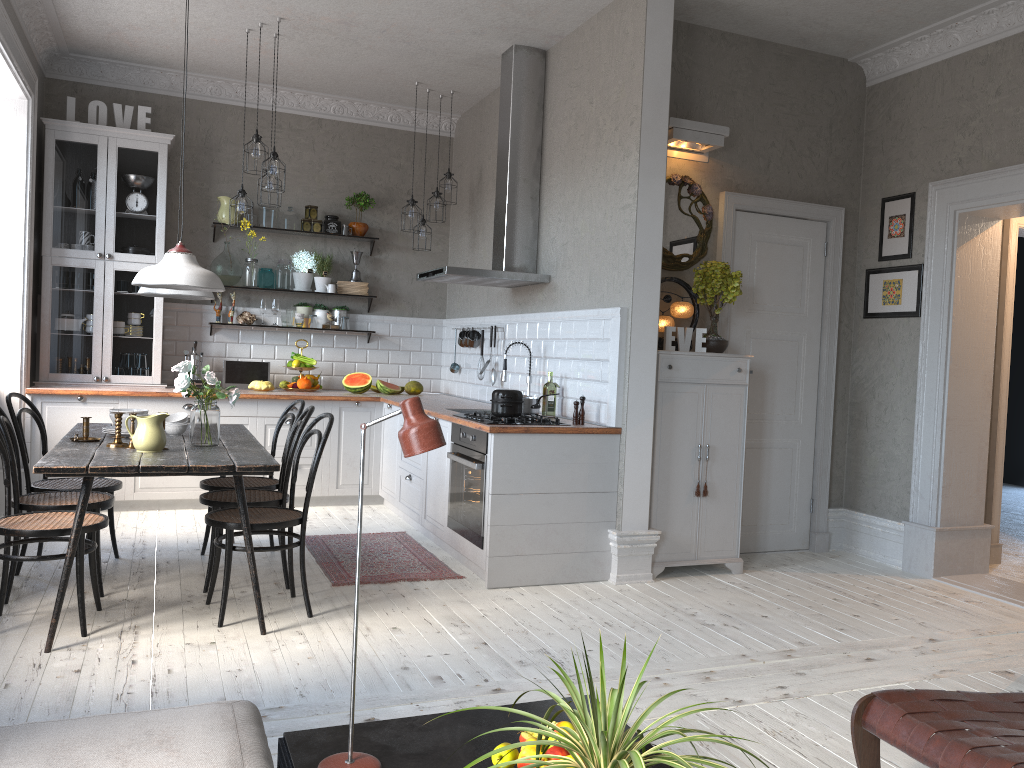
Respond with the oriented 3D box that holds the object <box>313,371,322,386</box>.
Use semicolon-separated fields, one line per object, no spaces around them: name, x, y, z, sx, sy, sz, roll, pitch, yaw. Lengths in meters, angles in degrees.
object;-1.605;-0.044;7.253;0.061;0.120;0.125;3;2;2

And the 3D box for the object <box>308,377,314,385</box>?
object;-1.650;-0.021;7.165;0.088;0.078;0.088;3;2;4

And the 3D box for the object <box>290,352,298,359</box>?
object;-1.748;-0.230;7.142;0.050;0.058;0.074;4;3;44

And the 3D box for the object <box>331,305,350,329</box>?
object;-1.458;-0.565;7.536;0.161;0.213;0.150;2;2;-25

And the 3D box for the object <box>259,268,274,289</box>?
object;-2.016;-0.861;7.260;0.128;0.172;0.124;2;2;-19

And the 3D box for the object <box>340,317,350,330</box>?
object;-1.402;-0.510;7.440;0.079;0.108;0.076;2;2;-29

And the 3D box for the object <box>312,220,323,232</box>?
object;-1.615;-1.300;7.346;0.083;0.113;0.082;2;2;-12

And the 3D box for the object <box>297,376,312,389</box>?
object;-1.661;-0.008;7.080;0.109;0.110;0.115;4;2;35

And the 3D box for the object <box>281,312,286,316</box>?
object;-1.876;-0.549;7.332;0.078;0.083;0.077;2;2;-5

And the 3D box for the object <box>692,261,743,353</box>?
object;1.224;-0.460;5.304;0.295;0.553;0.343;3;2;12

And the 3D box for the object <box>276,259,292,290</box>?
object;-1.899;-0.904;7.373;0.133;0.264;0.130;2;2;-17

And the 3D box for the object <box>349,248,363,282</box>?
object;-1.322;-1.004;7.520;0.133;0.287;0.128;1;2;-37

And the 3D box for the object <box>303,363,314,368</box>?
object;-1.658;-0.138;7.186;0.098;0.062;0.077;4;2;40

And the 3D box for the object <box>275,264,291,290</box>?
object;-1.867;-0.869;7.227;0.125;0.206;0.125;3;2;0

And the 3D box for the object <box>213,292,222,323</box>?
object;-2.356;-0.618;7.108;0.060;0.264;0.054;4;2;39

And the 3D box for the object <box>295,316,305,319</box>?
object;-1.742;-0.526;7.263;0.077;0.051;0.077;2;2;-4

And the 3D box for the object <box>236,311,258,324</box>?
object;-2.150;-0.535;7.157;0.180;0.111;0.094;1;3;-45

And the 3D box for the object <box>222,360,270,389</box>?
object;-2.116;-0.069;7.055;0.357;0.226;0.087;2;2;-23

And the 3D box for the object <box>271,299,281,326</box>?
object;-1.918;-0.580;7.196;0.083;0.217;0.080;1;2;-36

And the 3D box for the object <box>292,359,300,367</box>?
object;-1.730;-0.163;7.101;0.059;0.069;0.078;3;2;-3

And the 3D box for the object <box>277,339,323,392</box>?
object;-1.711;-0.152;7.185;0.359;0.425;0.344;1;2;-37

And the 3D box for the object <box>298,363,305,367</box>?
object;-1.698;-0.140;7.132;0.064;0.061;0.065;2;2;-23

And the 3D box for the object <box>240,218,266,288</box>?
object;-2.087;-1.043;7.066;0.195;0.540;0.275;2;2;-30

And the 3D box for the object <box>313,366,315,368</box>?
object;-1.631;-0.141;7.230;0.053;0.050;0.048;2;2;-13

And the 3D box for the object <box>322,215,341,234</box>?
object;-1.517;-1.329;7.440;0.144;0.174;0.140;2;2;-22

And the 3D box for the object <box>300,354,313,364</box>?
object;-1.684;-0.198;7.239;0.181;0.096;0.088;3;2;-3

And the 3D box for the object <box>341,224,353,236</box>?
object;-1.379;-1.282;7.395;0.095;0.096;0.073;2;2;-22

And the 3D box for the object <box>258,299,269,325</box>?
object;-2.035;-0.587;7.246;0.083;0.217;0.080;1;2;-36

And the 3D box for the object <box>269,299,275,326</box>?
object;-1.953;-0.584;7.277;0.083;0.217;0.080;1;2;-36

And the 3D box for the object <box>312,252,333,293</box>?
object;-1.579;-0.949;7.387;0.166;0.380;0.187;4;2;28

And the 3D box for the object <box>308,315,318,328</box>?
object;-1.654;-0.519;7.360;0.079;0.108;0.076;2;2;-29

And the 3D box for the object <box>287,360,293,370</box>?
object;-1.772;-0.151;7.165;0.098;0.078;0.099;1;2;-35

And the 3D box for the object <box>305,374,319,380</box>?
object;-1.632;-0.051;7.248;0.129;0.056;0.058;2;2;-30

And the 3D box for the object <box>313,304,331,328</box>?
object;-1.609;-0.571;7.462;0.172;0.214;0.148;3;2;7

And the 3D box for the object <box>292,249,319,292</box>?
object;-1.722;-0.943;7.382;0.246;0.354;0.233;2;2;-5

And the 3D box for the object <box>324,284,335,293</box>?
object;-1.501;-0.791;7.360;0.105;0.071;0.063;3;2;7

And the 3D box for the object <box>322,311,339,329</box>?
object;-1.510;-0.531;7.413;0.099;0.147;0.121;4;2;35

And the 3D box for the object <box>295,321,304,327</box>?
object;-1.743;-0.492;7.264;0.078;0.051;0.076;2;2;-30

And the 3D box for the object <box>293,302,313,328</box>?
object;-1.751;-0.580;7.392;0.160;0.217;0.152;1;2;-43

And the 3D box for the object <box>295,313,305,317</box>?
object;-1.740;-0.551;7.263;0.079;0.051;0.075;1;2;-37

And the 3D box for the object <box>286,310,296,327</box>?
object;-1.820;-0.539;7.275;0.077;0.139;0.080;4;2;40

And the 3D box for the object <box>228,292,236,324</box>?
object;-2.252;-0.614;7.135;0.052;0.264;0.062;3;2;14

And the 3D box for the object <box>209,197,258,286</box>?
object;-2.263;-1.119;7.034;0.331;0.674;0.341;4;2;36

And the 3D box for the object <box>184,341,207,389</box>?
object;-2.444;-0.148;6.817;0.209;0.370;0.348;2;2;-22

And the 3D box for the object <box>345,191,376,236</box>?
object;-1.278;-1.431;7.487;0.261;0.397;0.241;3;2;2

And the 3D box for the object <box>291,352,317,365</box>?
object;-1.685;-0.206;7.165;0.213;0.101;0.066;2;2;-17

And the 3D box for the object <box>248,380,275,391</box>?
object;-1.955;0.014;6.911;0.200;0.083;0.186;2;2;-22

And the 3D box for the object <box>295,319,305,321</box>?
object;-1.742;-0.509;7.264;0.078;0.051;0.076;2;2;-30

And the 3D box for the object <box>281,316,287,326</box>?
object;-1.877;-0.516;7.333;0.078;0.083;0.077;2;2;-5
